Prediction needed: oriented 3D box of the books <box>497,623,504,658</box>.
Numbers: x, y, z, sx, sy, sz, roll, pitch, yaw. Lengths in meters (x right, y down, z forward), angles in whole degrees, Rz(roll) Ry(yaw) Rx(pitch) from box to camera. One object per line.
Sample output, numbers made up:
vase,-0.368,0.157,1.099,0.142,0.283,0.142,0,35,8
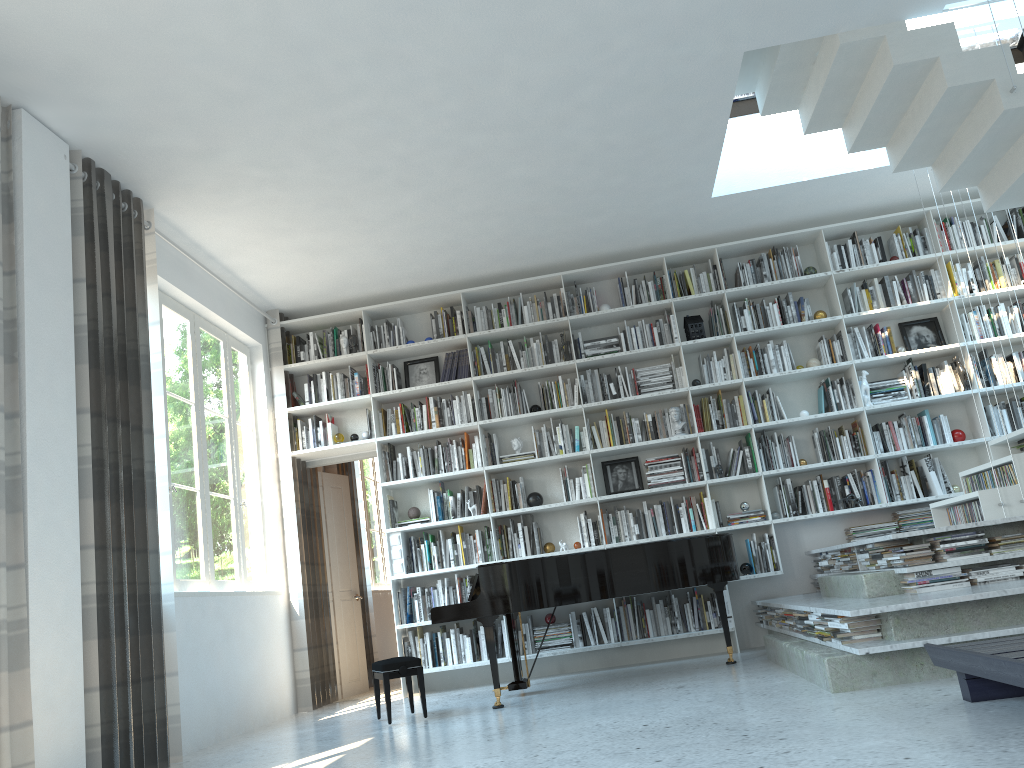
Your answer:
books,-0.087,1.991,6.889,0.065,0.255,0.156,-9,-13,5

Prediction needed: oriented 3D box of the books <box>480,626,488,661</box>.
books,-0.206,2.008,6.887,0.027,0.255,0.179,-9,-13,5

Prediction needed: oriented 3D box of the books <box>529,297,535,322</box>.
books,0.177,-0.578,7.410,0.014,0.268,0.156,-9,-13,5

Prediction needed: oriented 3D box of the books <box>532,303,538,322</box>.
books,0.203,-0.553,7.411,0.029,0.213,0.142,-9,-13,5

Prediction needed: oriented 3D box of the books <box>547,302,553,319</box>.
books,0.327,-0.566,7.373,0.031,0.184,0.177,-9,-14,5

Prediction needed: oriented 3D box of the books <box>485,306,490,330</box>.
books,-0.191,-0.511,7.430,0.012,0.249,0.174,-9,-13,5

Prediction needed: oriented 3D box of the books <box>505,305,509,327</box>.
books,-0.030,-0.528,7.421,0.013,0.234,0.155,-9,-13,5

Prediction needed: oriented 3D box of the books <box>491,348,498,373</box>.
books,-0.134,-0.156,7.341,0.031,0.241,0.182,-9,-13,5

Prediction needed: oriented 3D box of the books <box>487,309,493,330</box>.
books,-0.169,-0.497,7.412,0.029,0.207,0.179,-9,-13,5

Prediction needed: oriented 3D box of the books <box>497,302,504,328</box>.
books,-0.081,-0.533,7.441,0.028,0.267,0.152,-9,-13,5

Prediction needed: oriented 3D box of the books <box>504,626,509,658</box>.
books,-0.023,1.982,6.841,0.017,0.232,0.213,-9,-14,5

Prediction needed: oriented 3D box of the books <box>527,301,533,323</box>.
books,0.159,-0.559,7.407,0.026,0.235,0.134,-9,-13,5

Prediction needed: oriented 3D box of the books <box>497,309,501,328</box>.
books,-0.097,-0.505,7.438,0.012,0.215,0.150,-9,-13,5

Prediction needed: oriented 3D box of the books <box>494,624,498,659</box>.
books,-0.131,1.969,6.876,0.012,0.303,0.166,-9,-13,5

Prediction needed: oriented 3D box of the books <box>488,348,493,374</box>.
books,-0.166,-0.158,7.354,0.011,0.259,0.157,-9,-13,5

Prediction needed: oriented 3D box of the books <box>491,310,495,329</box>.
books,-0.146,-0.497,7.422,0.015,0.207,0.167,-9,-13,5

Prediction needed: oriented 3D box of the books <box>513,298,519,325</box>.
books,0.041,-0.563,7.411,0.013,0.275,0.165,-9,-13,5

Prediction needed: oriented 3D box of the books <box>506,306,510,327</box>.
books,-0.018,-0.523,7.410,0.011,0.215,0.160,-9,-13,5

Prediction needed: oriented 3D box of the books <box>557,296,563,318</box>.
books,0.406,-0.599,7.367,0.026,0.224,0.172,-9,-13,5

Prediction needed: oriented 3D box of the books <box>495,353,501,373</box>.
books,-0.103,-0.138,7.348,0.024,0.201,0.153,-9,-13,5

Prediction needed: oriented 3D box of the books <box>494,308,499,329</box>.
books,-0.116,-0.509,7.450,0.025,0.234,0.130,-9,-13,5

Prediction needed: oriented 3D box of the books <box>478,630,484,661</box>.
books,-0.228,2.027,6.888,0.022,0.224,0.141,-9,-13,5

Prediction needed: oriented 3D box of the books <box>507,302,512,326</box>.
books,-0.008,-0.542,7.414,0.013,0.251,0.184,-9,-13,5

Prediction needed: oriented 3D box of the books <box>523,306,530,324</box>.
books,0.133,-0.535,7.397,0.031,0.189,0.182,-9,-14,5

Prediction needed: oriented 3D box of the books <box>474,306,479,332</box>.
books,-0.283,-0.504,7.466,0.021,0.278,0.141,-9,-13,5

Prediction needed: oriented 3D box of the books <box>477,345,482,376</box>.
books,-0.254,-0.162,7.390,0.014,0.308,0.130,-9,-13,5

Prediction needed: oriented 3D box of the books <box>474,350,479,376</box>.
books,-0.286,-0.139,7.352,0.023,0.255,0.175,-9,-13,5

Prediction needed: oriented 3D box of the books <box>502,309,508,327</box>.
books,-0.049,-0.508,7.422,0.030,0.201,0.152,-9,-13,5

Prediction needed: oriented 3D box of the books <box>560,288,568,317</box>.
books,0.442,-0.636,7.374,0.026,0.288,0.176,-9,-13,5

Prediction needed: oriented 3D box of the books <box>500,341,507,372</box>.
books,-0.059,-0.192,7.346,0.023,0.292,0.156,-9,-13,5

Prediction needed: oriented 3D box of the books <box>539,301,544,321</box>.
books,0.255,-0.567,7.373,0.013,0.206,0.178,-9,-13,5

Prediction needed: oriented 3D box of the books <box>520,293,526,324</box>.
books,0.104,-0.590,7.420,0.014,0.314,0.166,-9,-13,5

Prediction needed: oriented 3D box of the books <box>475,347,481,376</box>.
books,-0.268,-0.152,7.368,0.013,0.283,0.159,-9,-13,5

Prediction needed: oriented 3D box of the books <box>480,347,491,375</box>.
books,-0.204,-0.157,7.366,0.067,0.274,0.168,-9,-13,5

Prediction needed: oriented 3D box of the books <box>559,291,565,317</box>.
books,0.424,-0.621,7.378,0.014,0.266,0.172,-9,-13,5

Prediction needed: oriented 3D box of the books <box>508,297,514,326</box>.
books,0.000,-0.566,7.420,0.010,0.298,0.151,-9,-13,5

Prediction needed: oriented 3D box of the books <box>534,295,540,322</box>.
books,0.217,-0.588,7.388,0.014,0.265,0.192,-9,-13,5

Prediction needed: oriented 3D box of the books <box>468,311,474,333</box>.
books,-0.331,-0.481,7.442,0.029,0.237,0.156,-9,-13,5

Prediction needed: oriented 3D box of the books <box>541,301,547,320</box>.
books,0.274,-0.567,7.368,0.026,0.199,0.187,-9,-14,5

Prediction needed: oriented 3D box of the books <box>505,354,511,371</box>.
books,-0.022,-0.140,7.341,0.034,0.180,0.160,-9,-13,5

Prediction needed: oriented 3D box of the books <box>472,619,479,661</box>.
books,-0.273,1.996,6.914,0.013,0.309,0.131,-9,-13,5

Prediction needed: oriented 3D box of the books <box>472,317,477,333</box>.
books,-0.300,-0.456,7.448,0.024,0.182,0.133,-9,-13,5

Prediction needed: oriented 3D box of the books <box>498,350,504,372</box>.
books,-0.079,-0.152,7.340,0.029,0.218,0.158,-9,-13,5

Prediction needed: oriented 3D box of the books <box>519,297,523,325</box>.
books,0.073,-0.567,7.406,0.052,0.272,0.173,-9,-13,5

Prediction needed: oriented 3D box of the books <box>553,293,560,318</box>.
books,0.379,-0.607,7.394,0.030,0.260,0.152,-9,-13,5

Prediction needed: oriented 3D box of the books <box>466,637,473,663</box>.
books,-0.312,2.055,6.875,0.031,0.187,0.190,-9,-14,5

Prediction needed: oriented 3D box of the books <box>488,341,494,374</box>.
books,-0.160,-0.188,7.350,0.012,0.314,0.172,-9,-13,5

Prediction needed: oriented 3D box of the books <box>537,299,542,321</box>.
books,0.238,-0.572,7.389,0.021,0.228,0.161,-9,-13,5

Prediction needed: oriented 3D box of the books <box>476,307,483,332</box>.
books,-0.258,-0.501,7.442,0.031,0.254,0.146,-9,-13,5

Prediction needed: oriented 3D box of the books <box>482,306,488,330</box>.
books,-0.208,-0.508,7.436,0.023,0.250,0.171,-9,-13,5

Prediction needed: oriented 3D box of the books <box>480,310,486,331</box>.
books,-0.229,-0.490,7.432,0.023,0.219,0.181,-9,-13,5

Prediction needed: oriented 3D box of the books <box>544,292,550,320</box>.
books,0.300,-0.609,7.392,0.013,0.285,0.160,-9,-13,5

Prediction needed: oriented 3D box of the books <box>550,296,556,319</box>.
books,0.353,-0.593,7.386,0.026,0.236,0.149,-9,-13,5

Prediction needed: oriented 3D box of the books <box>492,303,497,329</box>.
books,-0.138,-0.526,7.430,0.010,0.263,0.161,-9,-13,5

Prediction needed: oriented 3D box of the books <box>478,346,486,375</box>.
books,-0.244,-0.158,7.364,0.010,0.286,0.148,-9,-13,5

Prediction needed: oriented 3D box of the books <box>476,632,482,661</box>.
books,-0.248,2.039,6.900,0.024,0.213,0.137,-9,-13,5

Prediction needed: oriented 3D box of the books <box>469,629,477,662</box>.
books,-0.289,2.024,6.879,0.023,0.243,0.188,-9,-13,5

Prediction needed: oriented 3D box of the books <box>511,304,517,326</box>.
books,0.025,-0.536,7.423,0.029,0.235,0.130,-9,-13,5

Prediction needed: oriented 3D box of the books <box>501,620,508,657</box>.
books,-0.043,1.974,6.889,0.027,0.275,0.144,-9,-13,5
